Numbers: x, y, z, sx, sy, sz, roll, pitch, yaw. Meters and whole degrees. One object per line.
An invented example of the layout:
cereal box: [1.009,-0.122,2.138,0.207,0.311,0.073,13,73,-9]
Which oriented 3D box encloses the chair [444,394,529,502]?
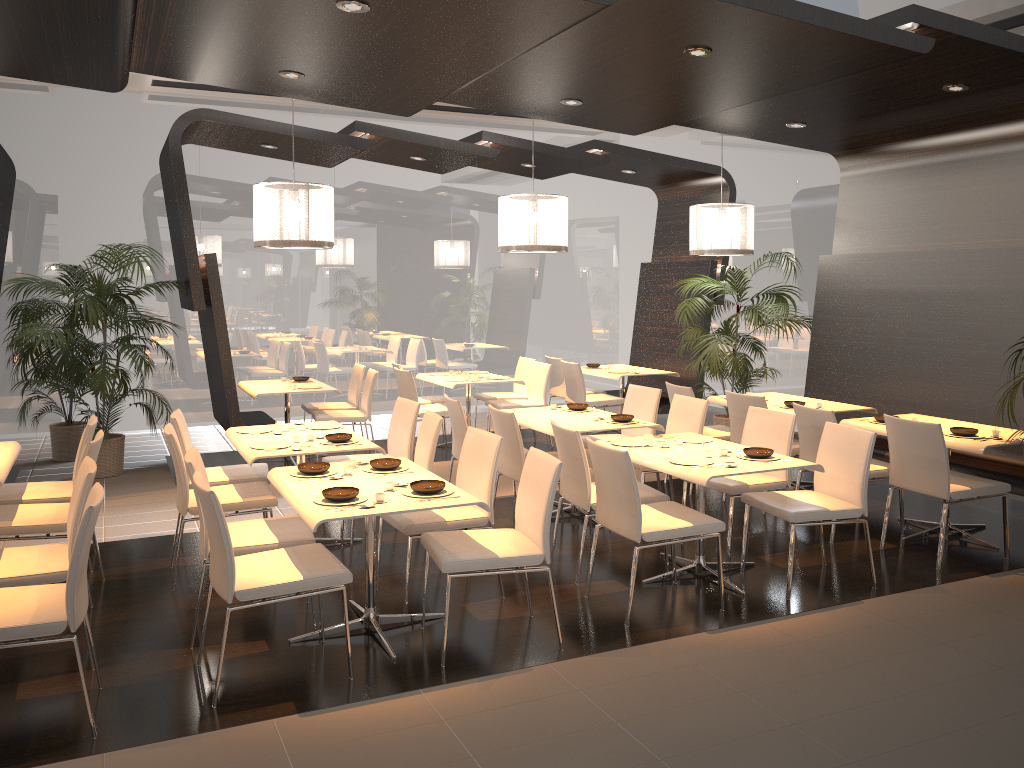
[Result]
chair: [-0.190,0.519,6.592,0.605,0.867,0.485,-1,3,-17]

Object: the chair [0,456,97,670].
chair: [-2.185,0.816,3.956,0.606,0.871,0.485,-2,3,-27]

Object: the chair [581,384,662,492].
chair: [0.842,0.466,7.059,0.606,0.867,0.485,-2,3,-27]

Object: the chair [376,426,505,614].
chair: [-0.387,0.715,4.847,0.606,0.871,0.485,-2,3,-27]

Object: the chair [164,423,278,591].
chair: [-1.717,0.676,5.194,0.605,0.867,0.485,-1,3,-22]

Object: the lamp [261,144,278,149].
lamp: [-2.315,-2.282,8.435,0.160,0.054,0.161,-2,6,-19]

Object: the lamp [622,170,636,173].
lamp: [1.336,-2.445,10.117,0.161,0.055,0.162,-3,7,-30]

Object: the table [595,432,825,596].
table: [1.099,0.753,5.159,0.801,0.723,1.152,-2,5,-25]

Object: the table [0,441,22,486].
table: [-3.186,0.791,4.848,0.801,0.723,1.152,-2,5,-25]

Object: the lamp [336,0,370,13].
lamp: [-0.758,-1.815,4.213,0.161,0.050,0.162,-2,6,-19]

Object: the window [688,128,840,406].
window: [3.802,-1.382,9.511,0.070,3.964,6.607,-1,5,-25]

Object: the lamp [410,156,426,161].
lamp: [-0.963,-2.325,9.059,0.161,0.055,0.162,-3,7,-30]

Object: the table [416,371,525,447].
table: [-0.464,0.284,9.383,0.801,0.723,1.152,-2,5,-25]

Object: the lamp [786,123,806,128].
lamp: [2.348,-2.153,7.306,0.161,0.050,0.162,-2,6,-19]

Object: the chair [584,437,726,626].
chair: [0.735,0.733,4.681,0.605,0.871,0.485,-1,3,-22]

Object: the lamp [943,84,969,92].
lamp: [2.980,-2.001,5.935,0.161,0.050,0.162,-2,6,-19]

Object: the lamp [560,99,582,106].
lamp: [0.431,-2.062,6.423,0.161,0.050,0.162,-2,6,-19]

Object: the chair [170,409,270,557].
chair: [-1.902,0.610,5.783,0.605,0.867,0.485,-1,3,-17]

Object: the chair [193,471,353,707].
chair: [-1.059,0.824,3.856,0.606,0.867,0.485,-2,3,-27]

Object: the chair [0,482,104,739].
chair: [-1.895,0.878,3.399,0.605,0.871,0.485,-1,3,-22]

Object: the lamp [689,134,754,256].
lamp: [2.095,-2.249,8.819,0.627,1.925,0.628,0,2,7]

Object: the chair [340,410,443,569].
chair: [-0.750,0.636,5.561,0.605,0.871,0.485,-1,3,-17]

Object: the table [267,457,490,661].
table: [-0.694,0.846,4.333,0.801,0.723,1.152,-2,5,-25]

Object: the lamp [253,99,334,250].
lamp: [-1.745,-2.049,7.051,0.627,1.925,0.628,0,2,3]

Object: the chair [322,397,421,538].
chair: [-0.976,0.561,6.218,0.606,0.867,0.485,-2,3,-27]

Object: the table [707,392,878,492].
table: [2.287,0.509,7.336,0.801,0.723,1.152,-2,5,-25]

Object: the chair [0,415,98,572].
chair: [-2.822,0.663,5.321,0.605,0.867,0.485,-1,3,-22]

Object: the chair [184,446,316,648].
chair: [-1.304,0.763,4.404,0.605,0.867,0.485,-1,3,-17]

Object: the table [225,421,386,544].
table: [-1.352,0.698,5.672,0.801,0.723,1.152,-2,5,-25]

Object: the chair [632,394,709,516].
chair: [1.067,0.539,6.401,0.605,0.867,0.485,-1,3,-22]

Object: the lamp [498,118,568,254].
lamp: [0.190,-2.150,7.941,0.627,1.925,0.628,0,2,3]

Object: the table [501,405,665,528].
table: [0.580,0.597,6.566,1.054,0.723,1.152,-2,6,-25]

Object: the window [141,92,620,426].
window: [-1.313,-1.589,11.415,6.584,3.969,0.070,-2,3,-25]

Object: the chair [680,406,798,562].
chair: [1.476,0.618,5.705,0.606,0.871,0.485,-2,3,-27]

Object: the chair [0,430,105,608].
chair: [-2.532,0.724,4.764,0.605,0.867,0.485,-1,3,-17]

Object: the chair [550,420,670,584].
chair: [0.560,0.666,5.281,0.605,0.871,0.485,-1,3,-17]

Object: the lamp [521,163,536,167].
lamp: [0.178,-2.385,9.584,0.161,0.055,0.162,-3,7,-30]

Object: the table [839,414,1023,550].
table: [2.943,0.658,5.996,0.801,0.723,1.152,-2,5,-25]

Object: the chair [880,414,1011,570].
chair: [2.700,0.633,5.546,0.605,0.867,0.485,-1,3,-22]

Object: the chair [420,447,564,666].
chair: [-0.092,0.782,4.221,0.605,0.867,0.485,-1,3,-17]

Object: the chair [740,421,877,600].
chair: [1.701,0.691,5.047,0.605,0.871,0.485,-1,3,-17]

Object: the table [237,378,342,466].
table: [-2.185,0.373,8.603,0.801,0.723,1.152,-2,5,-25]

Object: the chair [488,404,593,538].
chair: [0.173,0.586,6.006,0.605,0.871,0.485,-1,3,-22]

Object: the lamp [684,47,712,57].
lamp: [1.063,-1.910,5.052,0.161,0.050,0.162,-2,6,-19]

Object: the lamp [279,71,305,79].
lamp: [-1.390,-1.967,5.584,0.160,0.050,0.161,-4,7,-30]

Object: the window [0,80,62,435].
window: [-7.853,-1.248,8.404,6.584,3.969,0.070,-2,3,-25]

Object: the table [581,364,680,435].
table: [1.266,0.195,10.172,0.801,0.723,1.152,-2,5,-25]
